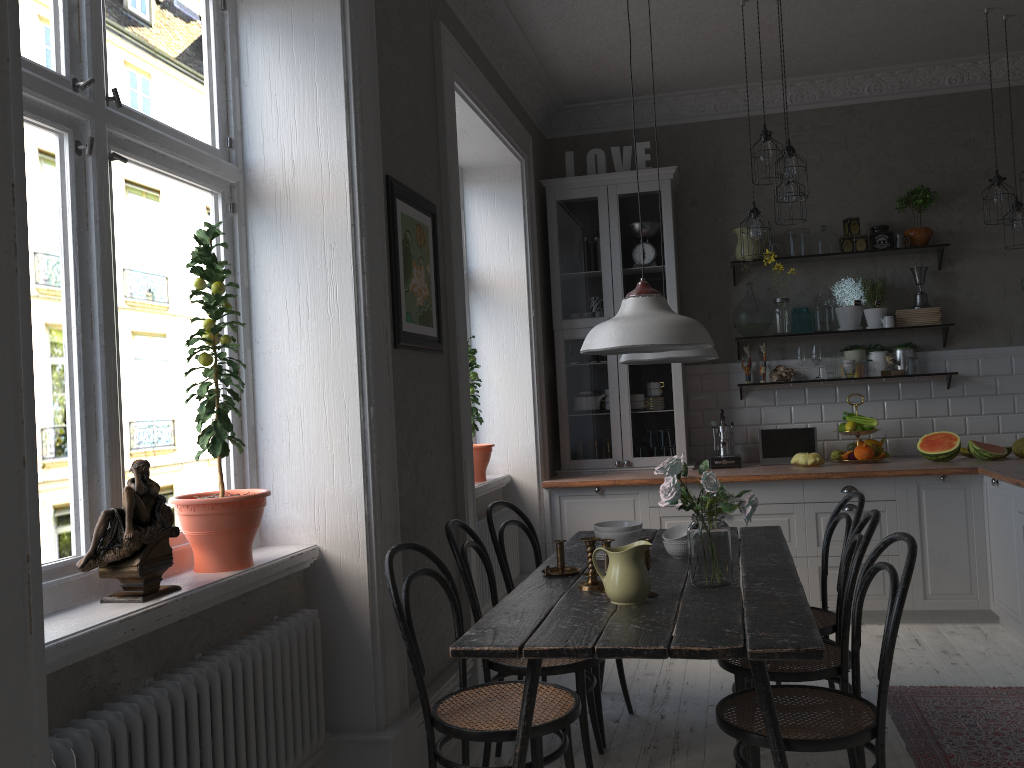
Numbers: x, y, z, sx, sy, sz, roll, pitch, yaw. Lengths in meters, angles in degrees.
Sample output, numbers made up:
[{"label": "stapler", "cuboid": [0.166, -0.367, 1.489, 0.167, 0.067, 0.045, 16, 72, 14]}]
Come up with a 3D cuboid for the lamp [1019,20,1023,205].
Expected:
[{"label": "lamp", "cuboid": [2.864, -1.870, 4.924, 0.150, 1.735, 0.144, -2, -1, -35]}]

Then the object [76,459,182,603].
[{"label": "object", "cuboid": [-0.909, 0.347, 2.103, 0.119, 0.329, 0.239, -3, -1, 15]}]

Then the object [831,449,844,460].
[{"label": "object", "cuboid": [2.019, 0.437, 5.460, 0.075, 0.072, 0.155, -4, -2, 42]}]

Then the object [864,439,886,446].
[{"label": "object", "cuboid": [2.220, 0.363, 5.423, 0.126, 0.056, 0.060, -3, -1, 4]}]

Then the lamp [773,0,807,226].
[{"label": "lamp", "cuboid": [1.352, -1.674, 4.453, 0.147, 1.735, 0.146, -3, -1, 0]}]

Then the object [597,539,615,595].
[{"label": "object", "cuboid": [0.292, 0.554, 2.713, 0.061, 0.172, 0.063, -4, -1, 34]}]

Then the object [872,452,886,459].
[{"label": "object", "cuboid": [2.208, 0.436, 5.342, 0.069, 0.051, 0.088, -2, -1, -29]}]

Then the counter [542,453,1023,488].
[{"label": "counter", "cuboid": [1.515, 0.497, 4.100, 3.134, 0.039, 3.420, -3, -1, 13]}]

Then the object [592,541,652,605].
[{"label": "object", "cuboid": [0.330, 0.549, 2.584, 0.152, 0.170, 0.133, -2, -1, -26]}]

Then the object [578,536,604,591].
[{"label": "object", "cuboid": [0.251, 0.558, 2.796, 0.096, 0.172, 0.095, -3, -1, -6]}]

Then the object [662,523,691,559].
[{"label": "object", "cuboid": [0.614, 0.575, 3.246, 0.122, 0.119, 0.130, -4, -1, 28]}]

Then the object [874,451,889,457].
[{"label": "object", "cuboid": [2.220, 0.428, 5.465, 0.055, 0.044, 0.212, -2, -2, -39]}]

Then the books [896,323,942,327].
[{"label": "books", "cuboid": [2.545, -0.364, 5.547, 0.258, 0.011, 0.159, -3, -1, 15]}]

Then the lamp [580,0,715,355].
[{"label": "lamp", "cuboid": [0.335, -1.020, 2.535, 0.387, 1.858, 0.371, -2, -2, -40]}]

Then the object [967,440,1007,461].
[{"label": "object", "cuboid": [2.731, 0.377, 5.066, 0.225, 0.127, 0.148, -3, -1, -5]}]

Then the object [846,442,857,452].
[{"label": "object", "cuboid": [2.127, 0.398, 5.492, 0.077, 0.076, 0.157, -4, -2, 39]}]

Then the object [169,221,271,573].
[{"label": "object", "cuboid": [-0.833, 0.021, 2.494, 0.276, 0.991, 0.264, -2, -2, -38]}]

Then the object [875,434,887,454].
[{"label": "object", "cuboid": [2.245, 0.368, 5.410, 0.060, 0.120, 0.128, -4, -2, 37]}]

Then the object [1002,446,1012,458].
[{"label": "object", "cuboid": [2.870, 0.400, 5.217, 0.203, 0.073, 0.118, -2, -1, -24]}]

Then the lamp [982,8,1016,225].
[{"label": "lamp", "cuboid": [2.556, -1.728, 4.739, 0.143, 1.735, 0.150, -4, -2, 45]}]

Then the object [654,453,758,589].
[{"label": "object", "cuboid": [0.605, 0.416, 2.738, 0.309, 0.414, 0.253, -3, -1, 11]}]

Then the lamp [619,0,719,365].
[{"label": "lamp", "cuboid": [0.552, -1.011, 3.410, 0.374, 1.858, 0.384, -3, -1, 20]}]

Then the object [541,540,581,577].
[{"label": "object", "cuboid": [0.168, 0.598, 3.060, 0.140, 0.112, 0.139, -3, -1, -5]}]

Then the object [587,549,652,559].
[{"label": "object", "cuboid": [0.395, 0.624, 3.247, 0.241, 0.027, 0.234, -3, -1, -19]}]

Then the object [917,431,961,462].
[{"label": "object", "cuboid": [2.491, 0.369, 5.168, 0.231, 0.174, 0.222, -4, -2, 34]}]

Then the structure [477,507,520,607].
[{"label": "structure", "cuboid": [-0.149, 0.921, 4.647, 0.147, 0.428, 1.232, -3, -1, 12]}]

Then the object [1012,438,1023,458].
[{"label": "object", "cuboid": [2.989, 0.369, 5.142, 0.207, 0.119, 0.130, -2, -1, -25]}]

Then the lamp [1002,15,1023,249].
[{"label": "lamp", "cuboid": [2.720, -1.611, 4.842, 0.148, 1.735, 0.145, -3, -1, -15]}]

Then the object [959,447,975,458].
[{"label": "object", "cuboid": [2.778, 0.411, 5.335, 0.196, 0.067, 0.104, -3, -1, 19]}]

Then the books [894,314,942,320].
[{"label": "books", "cuboid": [2.542, -0.419, 5.548, 0.258, 0.011, 0.159, -3, -1, 15]}]

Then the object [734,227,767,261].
[{"label": "object", "cuboid": [1.531, -0.893, 5.699, 0.187, 0.216, 0.176, -4, -1, 26]}]

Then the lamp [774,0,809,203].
[{"label": "lamp", "cuboid": [1.261, -1.727, 4.149, 0.149, 1.735, 0.144, -2, -1, -30]}]

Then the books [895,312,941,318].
[{"label": "books", "cuboid": [2.541, -0.429, 5.548, 0.258, 0.011, 0.160, -3, -1, 18]}]

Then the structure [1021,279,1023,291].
[{"label": "structure", "cuboid": [2.547, -1.244, 3.645, 0.706, 1.595, 0.718, -3, -1, 13]}]

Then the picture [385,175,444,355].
[{"label": "picture", "cuboid": [-0.362, -0.431, 3.391, 0.020, 0.619, 0.526, -3, -1, 14]}]

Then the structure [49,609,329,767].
[{"label": "structure", "cuboid": [-0.763, 0.895, 2.164, 0.147, 0.428, 1.232, -3, -1, 12]}]

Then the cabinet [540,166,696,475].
[{"label": "cabinet", "cuboid": [0.701, -0.375, 5.779, 0.872, 1.921, 0.391, -3, -1, 12]}]

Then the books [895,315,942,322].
[{"label": "books", "cuboid": [2.542, -0.407, 5.548, 0.258, 0.011, 0.160, -3, -1, 18]}]

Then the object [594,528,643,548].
[{"label": "object", "cuboid": [0.393, 0.580, 3.247, 0.179, 0.094, 0.180, -3, -1, 4]}]

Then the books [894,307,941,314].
[{"label": "books", "cuboid": [2.539, -0.461, 5.549, 0.258, 0.011, 0.160, -3, -1, 18]}]

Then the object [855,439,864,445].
[{"label": "object", "cuboid": [2.155, 0.385, 5.479, 0.085, 0.093, 0.087, -3, -1, 9]}]

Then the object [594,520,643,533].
[{"label": "object", "cuboid": [0.392, 0.560, 3.248, 0.179, 0.094, 0.180, -3, -1, 4]}]

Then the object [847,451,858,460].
[{"label": "object", "cuboid": [2.068, 0.446, 5.429, 0.070, 0.076, 0.228, -3, -1, -4]}]

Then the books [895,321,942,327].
[{"label": "books", "cuboid": [2.544, -0.375, 5.547, 0.258, 0.011, 0.160, -3, -1, 18]}]

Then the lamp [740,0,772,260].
[{"label": "lamp", "cuboid": [1.191, -1.506, 4.488, 0.149, 1.735, 0.144, -3, -1, -20]}]

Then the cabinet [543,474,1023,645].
[{"label": "cabinet", "cuboid": [2.011, 0.883, 4.146, 2.026, 0.854, 4.115, -2, -2, -31]}]

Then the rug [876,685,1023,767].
[{"label": "rug", "cuboid": [1.787, 1.296, 3.201, 0.730, 0.014, 1.300, -3, -1, 13]}]

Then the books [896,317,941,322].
[{"label": "books", "cuboid": [2.543, -0.397, 5.548, 0.257, 0.016, 0.160, -4, -1, 21]}]

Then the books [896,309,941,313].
[{"label": "books", "cuboid": [2.540, -0.451, 5.549, 0.257, 0.016, 0.160, -4, -1, 21]}]

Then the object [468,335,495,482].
[{"label": "object", "cuboid": [-0.237, 0.135, 4.928, 0.254, 0.813, 0.265, -4, -2, 40]}]

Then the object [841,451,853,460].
[{"label": "object", "cuboid": [2.049, 0.438, 5.417, 0.083, 0.057, 0.090, -4, -2, 45]}]

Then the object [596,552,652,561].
[{"label": "object", "cuboid": [0.396, 0.633, 3.247, 0.233, 0.027, 0.242, -4, -2, 31]}]

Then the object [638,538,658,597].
[{"label": "object", "cuboid": [0.403, 0.549, 2.654, 0.058, 0.167, 0.060, -4, -1, 26]}]

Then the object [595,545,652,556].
[{"label": "object", "cuboid": [0.395, 0.616, 3.247, 0.232, 0.027, 0.242, -4, -2, 36]}]

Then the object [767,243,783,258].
[{"label": "object", "cuboid": [1.702, -0.848, 5.723, 0.102, 0.111, 0.104, -3, -1, 12]}]

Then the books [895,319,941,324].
[{"label": "books", "cuboid": [2.543, -0.386, 5.547, 0.257, 0.016, 0.160, -4, -1, 25]}]

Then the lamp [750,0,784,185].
[{"label": "lamp", "cuboid": [1.200, -1.850, 4.326, 0.147, 1.735, 0.146, -3, -1, 0]}]

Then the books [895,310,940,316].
[{"label": "books", "cuboid": [2.540, -0.440, 5.548, 0.257, 0.016, 0.160, -4, -1, 25]}]
